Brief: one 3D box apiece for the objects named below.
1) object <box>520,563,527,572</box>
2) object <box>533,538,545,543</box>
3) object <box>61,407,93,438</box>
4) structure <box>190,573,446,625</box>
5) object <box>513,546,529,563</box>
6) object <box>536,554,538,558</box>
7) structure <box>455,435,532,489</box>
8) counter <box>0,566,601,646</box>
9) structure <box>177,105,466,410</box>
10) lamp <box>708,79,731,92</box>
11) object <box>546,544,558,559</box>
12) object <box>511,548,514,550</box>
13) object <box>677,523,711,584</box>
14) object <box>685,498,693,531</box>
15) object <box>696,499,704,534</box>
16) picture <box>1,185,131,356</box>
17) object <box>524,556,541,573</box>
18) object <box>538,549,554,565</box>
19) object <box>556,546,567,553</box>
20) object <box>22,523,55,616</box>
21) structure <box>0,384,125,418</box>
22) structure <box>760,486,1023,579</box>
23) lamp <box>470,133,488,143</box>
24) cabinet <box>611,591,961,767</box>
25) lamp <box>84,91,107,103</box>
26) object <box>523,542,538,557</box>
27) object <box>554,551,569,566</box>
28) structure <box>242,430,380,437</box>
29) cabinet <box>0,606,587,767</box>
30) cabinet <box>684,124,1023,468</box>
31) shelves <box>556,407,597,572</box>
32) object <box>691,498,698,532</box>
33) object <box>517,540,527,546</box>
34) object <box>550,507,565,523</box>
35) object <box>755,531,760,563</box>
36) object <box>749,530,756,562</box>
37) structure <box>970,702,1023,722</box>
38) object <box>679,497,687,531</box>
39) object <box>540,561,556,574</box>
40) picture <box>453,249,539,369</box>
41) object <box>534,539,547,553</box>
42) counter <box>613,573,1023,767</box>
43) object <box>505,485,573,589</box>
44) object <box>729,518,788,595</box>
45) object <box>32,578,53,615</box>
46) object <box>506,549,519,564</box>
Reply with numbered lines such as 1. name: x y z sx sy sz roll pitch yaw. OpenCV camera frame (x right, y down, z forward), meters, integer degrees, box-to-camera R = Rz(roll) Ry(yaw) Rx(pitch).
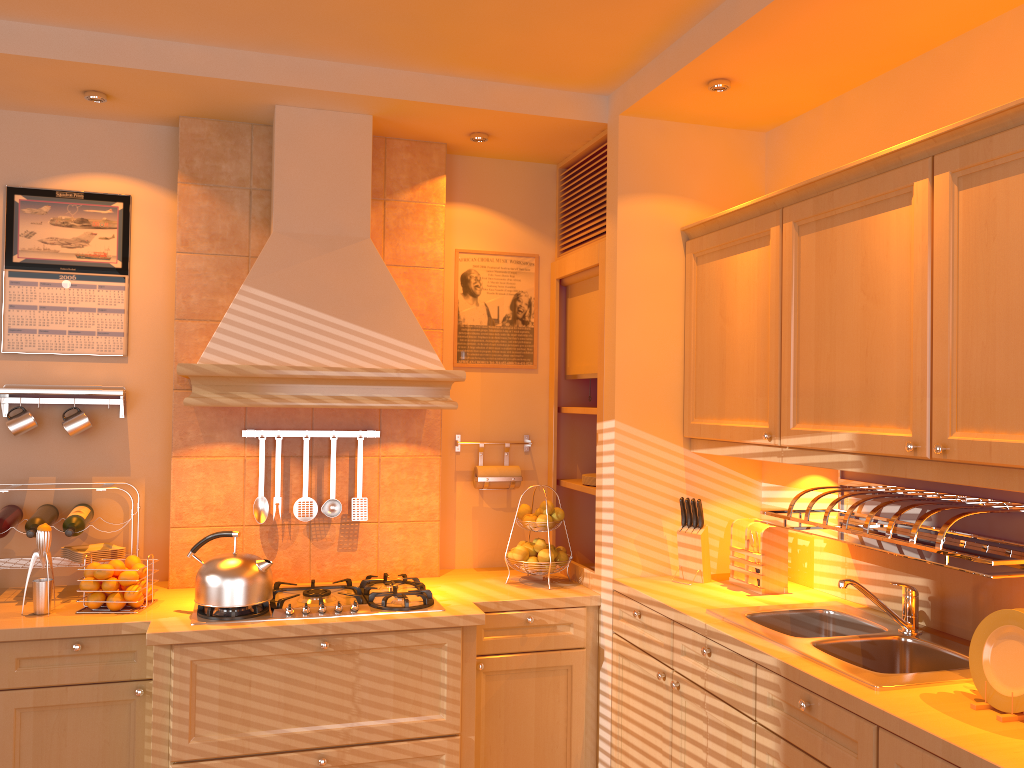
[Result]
1. object: 0.058 0.696 3.408 0.052 0.056 0.057 0 -1 35
2. object: 0.105 0.618 3.430 0.051 0.048 0.050 1 -1 16
3. object: -1.573 0.139 3.208 0.103 0.111 0.066 1 -1 -24
4. structure: -0.672 0.725 3.057 0.797 0.051 0.494 1 -1 -17
5. object: 0.034 0.642 3.346 0.065 0.063 0.056 2 -1 -41
6. object: 0.088 0.660 3.449 0.047 0.052 0.051 1 -1 -20
7. structure: -0.064 0.323 3.667 0.320 0.220 0.126 1 -1 -17
8. counter: -0.815 0.765 3.091 2.250 0.038 0.770 1 -1 -17
9. structure: 0.430 -0.405 1.948 1.061 1.148 4.091 2 -1 -43
10. lamp: 0.660 -0.948 2.823 0.070 0.021 0.070 0 -1 33
11. object: 0.147 0.647 3.414 0.057 0.059 0.058 0 -1 37
12. object: 0.016 0.669 3.472 0.053 0.057 0.056 2 -1 -40
13. object: 0.638 0.589 3.106 0.070 0.200 0.100 2 -2 -44
14. object: 0.618 0.531 3.109 0.038 0.265 0.019 2 -1 -34
15. object: 0.650 0.530 3.074 0.037 0.265 0.019 2 -1 -34
16. picture: -1.630 -0.410 3.254 0.417 0.605 0.009 1 -1 -17
17. object: 0.077 0.681 3.352 0.064 0.062 0.064 2 -1 -30
18. object: 0.128 0.649 3.332 0.063 0.060 0.064 1 -1 -2
19. object: 0.191 0.660 3.480 0.045 0.047 0.046 0 -1 28
20. object: -1.507 0.586 2.821 0.088 0.288 0.101 1 -1 -17
21. structure: -1.627 0.063 3.217 0.405 0.118 0.069 1 -1 -17
22. structure: 1.055 0.370 2.403 0.300 0.126 0.900 1 -1 -17
23. lamp: -0.127 -0.949 3.420 0.070 0.021 0.070 2 -1 -34
24. cabinet: 1.071 0.778 1.774 0.625 1.700 3.000 1 -1 -17
25. lamp: -1.418 -0.977 3.021 0.070 0.021 0.070 2 -1 -34
26. object: 0.069 0.636 3.390 0.063 0.061 0.063 2 -2 -44
27. object: 0.190 0.676 3.435 0.059 0.059 0.058 0 -1 27
28. structure: -0.750 0.187 3.332 0.506 0.024 0.009 1 -1 -17
29. cabinet: -0.480 1.207 2.994 2.850 0.840 1.141 1 -1 -17
30. cabinet: 1.048 -0.172 2.409 0.332 0.712 1.792 1 -1 -17
31. shelves: 0.535 0.451 3.602 0.582 0.702 0.600 1 -1 -17
32. object: 0.634 0.531 3.092 0.038 0.265 0.019 2 -1 -34
33. object: 0.047 0.637 3.448 0.055 0.058 0.056 1 -1 19
34. object: 0.173 0.504 3.406 0.058 0.060 0.057 1 -1 4
35. object: 0.820 0.588 2.951 0.020 0.196 0.017 1 -1 8
36. object: 0.808 0.585 2.962 0.042 0.192 0.040 0 -1 34
37. structure: 1.064 0.666 1.819 0.219 0.010 0.084 1 -1 -14
38. object: 0.602 0.531 3.124 0.019 0.265 0.037 0 -1 37
39. object: 0.136 0.692 3.382 0.064 0.061 0.063 2 -1 -39
40. picture: -0.065 -0.313 3.738 0.366 0.491 0.007 1 -1 -17
41. object: 0.107 0.616 3.366 0.049 0.052 0.050 1 -1 -10
42. counter: 0.907 0.698 2.353 0.600 0.038 1.800 1 -1 -17
43. object: 0.105 0.579 3.430 0.265 0.376 0.265 0 -1 32
44. object: 0.834 0.580 3.006 0.103 0.221 0.200 1 -1 -17
45. object: -1.495 0.677 2.823 0.060 0.106 0.060 0 -1 41
46. object: 0.010 0.660 3.406 0.063 0.063 0.063 1 -1 -6
